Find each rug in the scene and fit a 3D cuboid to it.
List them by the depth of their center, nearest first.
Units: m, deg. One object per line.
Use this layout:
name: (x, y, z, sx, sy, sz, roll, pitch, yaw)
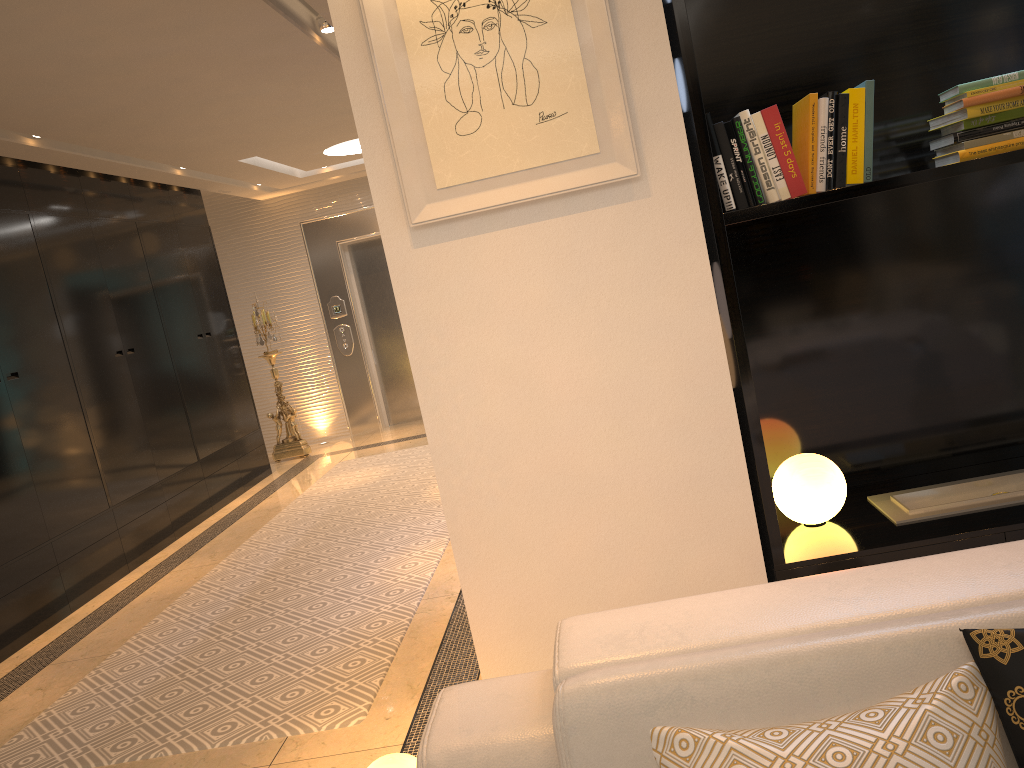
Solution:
rug: (-1.041, 0.925, 5.532, 1.526, 0.015, 5.025, -11, 7, 6)

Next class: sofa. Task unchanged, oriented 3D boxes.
sofa: (0.989, 0.681, 1.053, 2.328, 0.754, 1.145, -11, 7, 6)

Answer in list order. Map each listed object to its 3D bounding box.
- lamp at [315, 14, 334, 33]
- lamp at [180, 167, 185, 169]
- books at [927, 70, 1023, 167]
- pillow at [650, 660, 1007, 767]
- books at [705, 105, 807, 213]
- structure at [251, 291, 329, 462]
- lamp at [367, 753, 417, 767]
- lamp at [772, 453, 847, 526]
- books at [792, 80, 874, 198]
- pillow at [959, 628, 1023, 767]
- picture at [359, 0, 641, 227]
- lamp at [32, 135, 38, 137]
lamp: (-0.887, -1.743, 4.229, 0.107, 0.127, 0.107, -14, 7, -12)
lamp: (-2.528, -1.724, 6.828, 0.107, 0.127, 0.107, -9, 8, 25)
books: (1.317, -0.724, 2.412, 0.296, 0.197, 0.260, -11, 7, 9)
pillow: (0.450, 0.610, 1.124, 0.521, 0.329, 0.351, -11, 7, 6)
books: (0.650, -0.621, 2.453, 0.240, 0.270, 0.208, -11, 7, 6)
structure: (-2.237, -0.129, 9.003, 0.382, 1.715, 0.811, -8, 8, 30)
lamp: (-0.300, 1.075, 2.305, 0.213, 0.214, 0.212, -5, 10, 45)
lamp: (0.894, 0.315, 2.669, 0.213, 0.214, 0.212, -5, 10, 45)
books: (0.877, -0.663, 2.433, 0.210, 0.261, 0.212, -11, 7, 6)
pillow: (0.890, 0.486, 1.080, 0.524, 0.355, 0.323, -11, 7, 7)
picture: (-0.044, -0.824, 2.250, 0.610, 0.729, 0.027, -11, 7, 6)
lamp: (-2.679, -1.459, 5.003, 0.107, 0.127, 0.107, -14, 7, -12)
